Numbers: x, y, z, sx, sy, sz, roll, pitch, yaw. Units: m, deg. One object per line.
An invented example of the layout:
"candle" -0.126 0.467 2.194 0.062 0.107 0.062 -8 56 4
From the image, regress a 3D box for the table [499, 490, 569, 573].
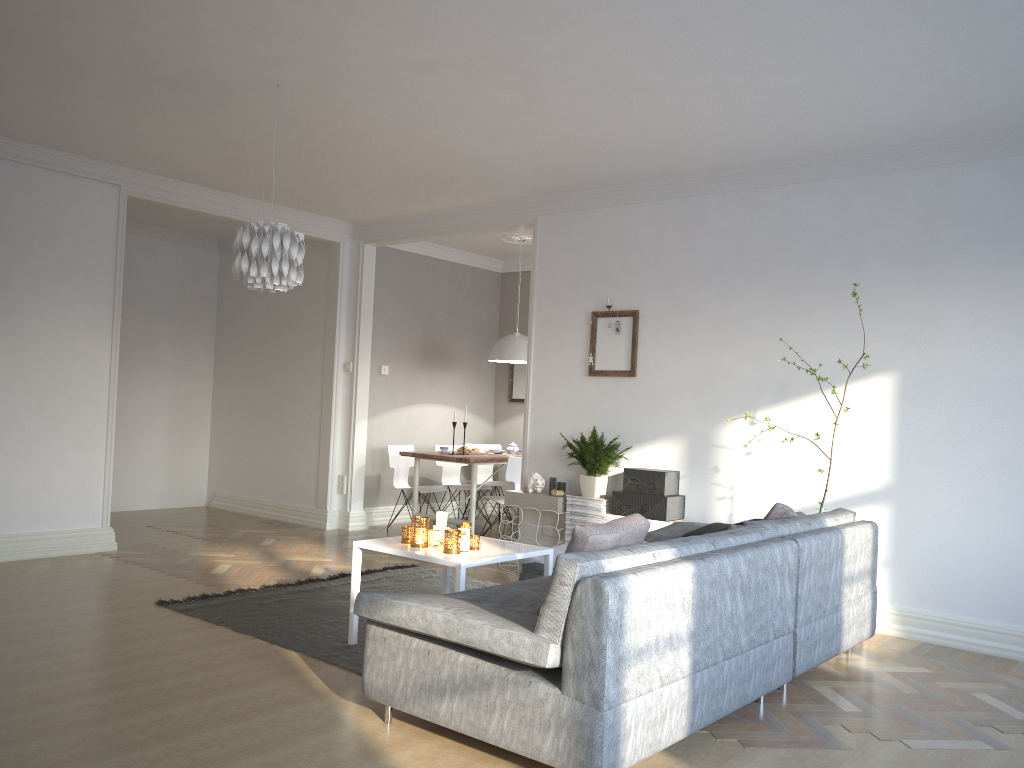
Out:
"table" 0.200 1.083 6.448 0.553 0.575 0.299 2 -1 40

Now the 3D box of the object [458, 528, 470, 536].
"object" -0.239 0.757 4.404 0.060 0.073 0.060 3 -1 -26

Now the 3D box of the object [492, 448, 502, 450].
"object" -0.163 0.637 8.447 0.129 0.038 0.129 1 -2 44

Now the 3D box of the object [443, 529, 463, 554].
"object" -0.276 0.732 4.118 0.080 0.104 0.080 2 -1 30

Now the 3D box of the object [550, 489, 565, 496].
"object" 0.325 0.775 6.319 0.099 0.046 0.104 3 -1 -4

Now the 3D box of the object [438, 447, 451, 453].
"object" -0.611 0.595 8.023 0.116 0.056 0.137 3 -1 -20

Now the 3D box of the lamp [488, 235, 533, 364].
"lamp" 0.068 -0.798 8.399 0.530 1.182 0.530 3 -1 -43

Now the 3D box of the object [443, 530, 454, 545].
"object" -0.308 0.752 4.334 0.060 0.073 0.060 3 -1 -5

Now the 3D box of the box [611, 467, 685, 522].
"box" 0.901 0.732 5.936 0.419 0.315 0.298 2 -1 39

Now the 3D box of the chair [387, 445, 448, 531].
"chair" -0.880 0.972 8.221 0.479 0.785 0.432 2 -1 29

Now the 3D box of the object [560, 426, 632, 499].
"object" 0.561 0.549 6.182 0.438 0.526 0.368 2 -1 39

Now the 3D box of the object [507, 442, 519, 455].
"object" 0.010 0.603 8.347 0.143 0.118 0.124 2 -2 44

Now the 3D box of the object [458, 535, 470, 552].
"object" -0.229 0.751 4.174 0.060 0.073 0.060 3 -1 1

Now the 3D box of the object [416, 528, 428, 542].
"object" -0.442 0.745 4.329 0.060 0.073 0.060 2 -1 28

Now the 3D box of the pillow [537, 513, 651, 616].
"pillow" 0.298 0.666 3.206 0.242 0.390 0.426 2 -1 40

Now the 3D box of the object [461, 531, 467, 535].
"object" -0.249 0.754 4.302 0.060 0.073 0.060 3 -1 -26

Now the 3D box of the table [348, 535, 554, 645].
"table" -0.295 1.041 4.346 0.715 0.504 0.675 2 -2 39

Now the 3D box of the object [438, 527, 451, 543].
"object" -0.337 0.752 4.407 0.060 0.073 0.060 2 -1 19

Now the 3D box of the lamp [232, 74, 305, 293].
"lamp" -1.223 -1.009 4.536 0.355 1.065 0.354 3 -1 -8

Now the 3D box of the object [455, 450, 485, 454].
"object" -0.384 0.628 8.136 0.287 0.019 0.287 2 -2 27

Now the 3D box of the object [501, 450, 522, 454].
"object" 0.014 0.659 8.593 0.287 0.019 0.287 2 -2 12

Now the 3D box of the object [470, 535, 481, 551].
"object" -0.173 0.759 4.238 0.054 0.068 0.047 3 -1 0

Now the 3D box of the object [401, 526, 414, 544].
"object" -0.511 0.739 4.345 0.060 0.079 0.060 2 -1 30

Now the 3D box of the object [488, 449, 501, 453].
"object" -0.163 0.633 8.278 0.129 0.038 0.129 2 -2 39

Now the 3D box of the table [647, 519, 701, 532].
"table" 1.036 1.144 5.807 0.327 0.499 0.247 2 -1 39

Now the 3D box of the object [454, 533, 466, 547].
"object" -0.251 0.752 4.237 0.060 0.073 0.060 3 -1 -26

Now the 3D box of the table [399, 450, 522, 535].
"table" -0.062 1.035 8.380 0.852 0.750 1.987 2 -2 39

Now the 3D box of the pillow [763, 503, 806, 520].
"pillow" 1.312 0.781 4.443 0.324 0.403 0.430 2 -1 27

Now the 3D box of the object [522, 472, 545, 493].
"object" 0.160 0.720 6.484 0.137 0.150 0.311 3 -1 -21

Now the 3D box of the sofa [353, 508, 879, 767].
"sofa" 0.478 0.966 4.082 1.554 0.772 2.633 2 -2 39

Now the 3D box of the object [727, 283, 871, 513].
"object" 1.613 0.249 5.029 0.776 1.674 0.340 3 -1 -1

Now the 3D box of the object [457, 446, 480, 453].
"object" -0.407 0.601 8.141 0.197 0.063 0.188 3 -1 9

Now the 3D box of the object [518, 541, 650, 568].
"object" 0.518 1.094 4.828 0.725 0.437 0.812 2 -2 38

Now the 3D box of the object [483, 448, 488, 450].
"object" -0.201 0.615 8.249 0.130 0.027 0.028 3 -1 -8

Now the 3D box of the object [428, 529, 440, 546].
"object" -0.380 0.747 4.310 0.060 0.073 0.060 2 -1 28

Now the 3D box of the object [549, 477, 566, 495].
"object" 0.329 0.734 6.422 0.123 0.134 0.062 3 -1 -10

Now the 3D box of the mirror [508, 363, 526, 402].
"mirror" 0.167 -0.081 9.513 0.474 0.557 0.052 2 -1 39

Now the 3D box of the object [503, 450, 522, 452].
"object" 0.014 0.655 8.597 0.201 0.022 0.194 4 -2 -31

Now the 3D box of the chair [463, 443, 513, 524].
"chair" -0.251 1.028 9.216 0.432 0.785 0.479 3 -1 -20

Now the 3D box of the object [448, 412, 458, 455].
"object" -0.512 0.425 7.837 0.095 0.396 0.095 2 -1 35

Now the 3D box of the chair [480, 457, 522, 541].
"chair" 0.015 0.998 7.547 0.432 0.785 0.479 3 -1 -31

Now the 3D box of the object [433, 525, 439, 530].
"object" -0.370 0.752 4.465 0.060 0.073 0.060 2 -1 19

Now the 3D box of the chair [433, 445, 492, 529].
"chair" -0.487 1.003 8.677 0.432 0.785 0.479 3 -1 -41

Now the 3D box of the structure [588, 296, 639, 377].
"structure" 0.718 -0.341 6.315 0.398 0.574 0.053 2 -1 37

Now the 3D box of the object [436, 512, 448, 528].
"object" -0.352 0.679 4.437 0.060 0.073 0.060 3 -1 -35

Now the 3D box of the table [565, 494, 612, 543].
"table" 0.557 1.082 6.203 0.321 0.596 0.247 2 -1 39

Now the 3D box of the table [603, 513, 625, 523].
"table" 0.793 1.137 6.006 0.327 0.499 0.247 2 -1 39

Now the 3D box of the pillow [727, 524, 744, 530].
"pillow" 1.016 0.789 4.172 0.337 0.311 0.415 2 -2 45

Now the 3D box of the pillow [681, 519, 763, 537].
"pillow" 1.094 0.826 4.735 0.402 0.248 0.421 4 -1 -30

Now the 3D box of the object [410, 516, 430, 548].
"object" -0.443 0.710 4.257 0.090 0.139 0.087 3 -1 10

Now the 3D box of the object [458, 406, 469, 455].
"object" -0.420 0.405 7.898 0.095 0.448 0.095 2 -1 35

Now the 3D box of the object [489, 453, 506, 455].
"object" -0.133 0.642 8.100 0.180 0.014 0.180 3 -1 5

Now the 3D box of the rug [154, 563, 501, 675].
"rug" -0.567 1.288 5.064 2.111 0.055 2.016 2 -2 39

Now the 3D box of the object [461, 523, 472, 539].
"object" -0.238 0.758 4.577 0.060 0.079 0.060 2 -1 34
